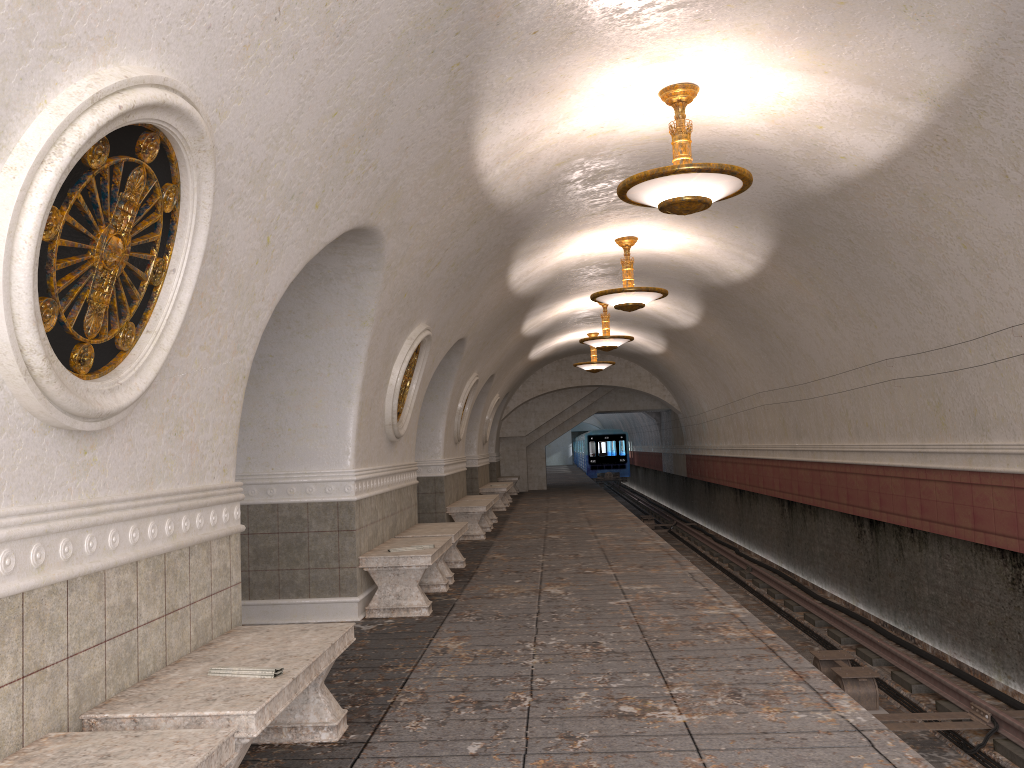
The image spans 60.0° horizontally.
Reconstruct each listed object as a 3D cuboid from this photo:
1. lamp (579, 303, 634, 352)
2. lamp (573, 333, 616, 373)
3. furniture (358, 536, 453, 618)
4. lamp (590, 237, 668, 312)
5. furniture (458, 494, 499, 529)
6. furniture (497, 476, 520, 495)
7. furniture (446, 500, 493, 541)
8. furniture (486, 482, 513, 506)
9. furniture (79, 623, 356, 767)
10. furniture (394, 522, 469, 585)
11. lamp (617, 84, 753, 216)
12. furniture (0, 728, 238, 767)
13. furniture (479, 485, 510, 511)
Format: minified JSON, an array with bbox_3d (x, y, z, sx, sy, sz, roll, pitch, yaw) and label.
[{"bbox_3d":[1.729,-1.068,16.331,1.008,0.955,1.008,-4,-4,18],"label":"lamp"},{"bbox_3d":[1.951,-0.729,21.143,1.008,0.955,1.008,1,-6,-41],"label":"lamp"},{"bbox_3d":[-0.922,1.720,8.036,0.613,0.508,1.509,-2,-4,2],"label":"furniture"},{"bbox_3d":[1.508,-1.407,11.519,1.008,0.955,1.008,-4,-4,18],"label":"lamp"},{"bbox_3d":[-0.569,2.261,15.711,0.613,0.508,1.509,-2,-4,2],"label":"furniture"},{"bbox_3d":[-0.083,3.004,26.258,0.613,0.508,1.509,-2,-4,2],"label":"furniture"},{"bbox_3d":[-0.646,2.143,14.036,0.613,0.508,1.509,-2,-4,2],"label":"furniture"},{"bbox_3d":[-0.295,2.680,21.653,0.613,0.508,1.509,-2,-4,2],"label":"furniture"},{"bbox_3d":[-1.121,1.417,3.724,0.613,0.508,1.509,-2,-4,2],"label":"furniture"},{"bbox_3d":[-0.845,1.839,9.712,0.613,0.508,1.509,-2,-4,2],"label":"furniture"},{"bbox_3d":[1.286,-1.746,6.707,1.008,0.955,1.008,-1,-4,-13],"label":"lamp"},{"bbox_3d":[-1.198,1.299,2.048,0.613,0.508,1.509,-2,-4,2],"label":"furniture"},{"bbox_3d":[-0.372,2.562,19.977,0.613,0.508,1.509,-2,-4,2],"label":"furniture"}]
